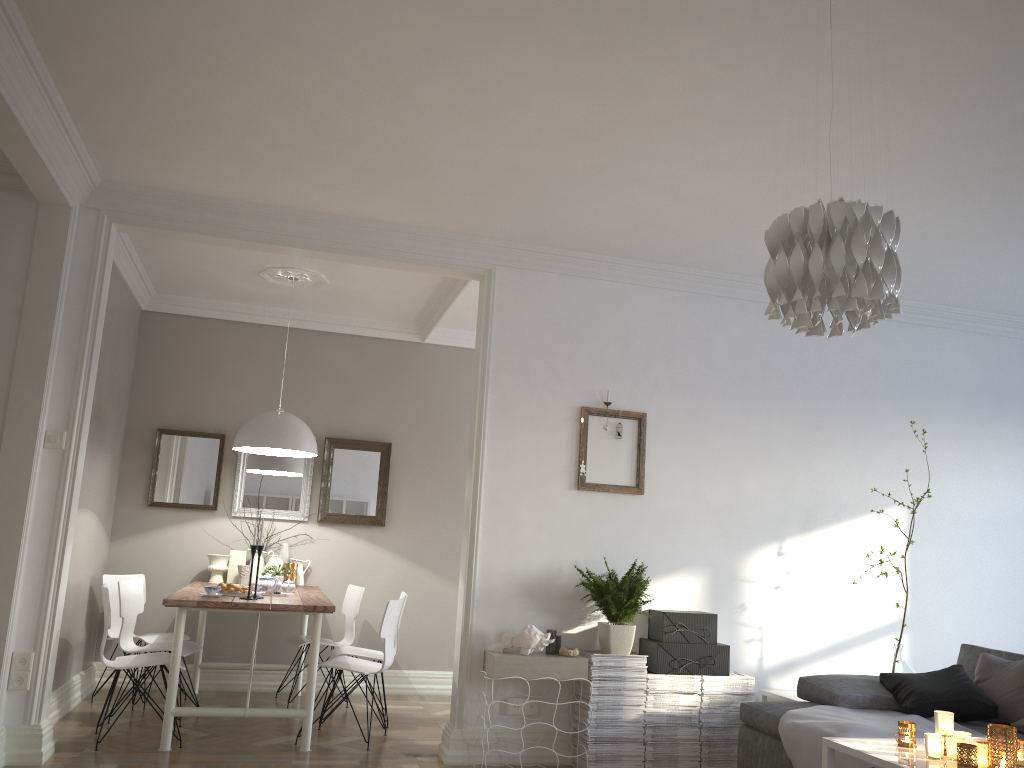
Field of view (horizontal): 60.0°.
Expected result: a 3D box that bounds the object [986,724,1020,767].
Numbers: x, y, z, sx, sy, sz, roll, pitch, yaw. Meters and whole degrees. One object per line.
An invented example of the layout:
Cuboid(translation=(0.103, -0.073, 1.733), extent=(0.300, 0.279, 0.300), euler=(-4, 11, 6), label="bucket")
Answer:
Cuboid(translation=(1.512, 1.129, 2.733), extent=(0.090, 0.139, 0.087), euler=(13, -14, -43), label="object")

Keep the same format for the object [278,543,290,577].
Cuboid(translation=(-1.664, 1.308, 6.443), extent=(0.091, 0.300, 0.091), euler=(-2, -11, 29), label="object")

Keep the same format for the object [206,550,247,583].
Cuboid(translation=(-2.025, 1.290, 6.266), extent=(0.173, 0.227, 0.311), euler=(-2, -12, 28), label="object")

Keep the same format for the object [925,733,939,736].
Cuboid(translation=(1.385, 1.185, 2.909), extent=(0.056, 0.066, 0.057), euler=(-4, -13, 37), label="object")

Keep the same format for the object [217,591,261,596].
Cuboid(translation=(-1.586, 1.197, 5.072), extent=(0.287, 0.019, 0.287), euler=(9, -12, -26), label="object")

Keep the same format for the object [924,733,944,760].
Cuboid(translation=(1.385, 1.188, 2.908), extent=(0.060, 0.073, 0.060), euler=(10, -12, -34), label="object")

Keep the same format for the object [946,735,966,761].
Cuboid(translation=(1.452, 1.190, 2.900), extent=(0.060, 0.073, 0.060), euler=(10, -12, -34), label="object")

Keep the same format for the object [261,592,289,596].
Cuboid(translation=(-1.410, 1.244, 5.250), extent=(0.180, 0.014, 0.180), euler=(-6, -14, 40), label="object")

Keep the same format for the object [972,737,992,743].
Cuboid(translation=(1.528, 1.191, 2.881), extent=(0.060, 0.073, 0.060), euler=(-3, -12, 31), label="object")

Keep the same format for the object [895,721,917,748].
Cuboid(translation=(1.372, 1.217, 3.079), extent=(0.060, 0.079, 0.060), euler=(7, -11, -20), label="object")

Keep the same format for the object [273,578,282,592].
Cuboid(translation=(-1.506, 1.278, 5.654), extent=(0.086, 0.086, 0.072), euler=(-5, -13, 40), label="object")

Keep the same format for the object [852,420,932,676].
Cuboid(translation=(2.112, 0.983, 4.891), extent=(0.340, 1.670, 0.777), euler=(-3, -12, 35), label="object")

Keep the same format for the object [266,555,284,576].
Cuboid(translation=(-1.688, 1.327, 6.308), extent=(0.114, 0.209, 0.113), euler=(6, -10, -14), label="object")

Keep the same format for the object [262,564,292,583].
Cuboid(translation=(-1.618, 1.317, 6.105), extent=(0.169, 0.161, 0.178), euler=(-2, -12, 26), label="object")

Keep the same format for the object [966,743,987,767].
Cuboid(translation=(1.453, 1.166, 2.772), extent=(0.060, 0.073, 0.060), euler=(8, -11, -25), label="object")

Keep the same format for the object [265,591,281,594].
Cuboid(translation=(-1.401, 1.239, 5.242), extent=(0.100, 0.025, 0.066), euler=(11, -13, -36), label="object")

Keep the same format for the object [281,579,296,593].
Cuboid(translation=(-1.415, 1.276, 5.614), extent=(0.090, 0.086, 0.090), euler=(-3, -12, 30), label="object")

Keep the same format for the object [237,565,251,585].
Cuboid(translation=(-1.875, 1.339, 6.216), extent=(0.097, 0.131, 0.095), euler=(-6, -14, 41), label="object")

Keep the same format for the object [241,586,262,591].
Cuboid(translation=(-1.571, 1.237, 5.332), extent=(0.129, 0.038, 0.129), euler=(6, -11, -14), label="object")

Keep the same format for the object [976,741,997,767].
Cuboid(translation=(1.505, 1.176, 2.810), extent=(0.060, 0.073, 0.060), euler=(8, -11, -25), label="object")

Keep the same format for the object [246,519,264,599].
Cuboid(translation=(-1.406, 0.963, 4.931), extent=(0.095, 0.447, 0.095), euler=(7, -10, -18), label="object")

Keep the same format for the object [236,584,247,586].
Cuboid(translation=(-1.688, 1.234, 5.456), extent=(0.194, 0.003, 0.020), euler=(-7, -15, 43), label="object")

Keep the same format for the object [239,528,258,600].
Cuboid(translation=(-1.411, 0.968, 4.819), extent=(0.095, 0.395, 0.095), euler=(7, -10, -18), label="object")

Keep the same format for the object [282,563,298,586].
Cuboid(translation=(-1.575, 1.355, 6.294), extent=(0.095, 0.163, 0.095), euler=(-1, -11, 25), label="object")

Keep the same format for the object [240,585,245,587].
Cuboid(translation=(-1.570, 1.213, 5.287), extent=(0.028, 0.026, 0.131), euler=(-2, -12, 28), label="object")

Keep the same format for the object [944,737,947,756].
Cuboid(translation=(1.433, 1.211, 2.975), extent=(0.050, 0.058, 0.052), euler=(-7, -14, 44), label="object")

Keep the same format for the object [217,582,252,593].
Cuboid(translation=(-1.602, 1.167, 5.061), extent=(0.198, 0.063, 0.189), euler=(14, -15, -43), label="object")

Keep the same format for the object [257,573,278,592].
Cuboid(translation=(-1.525, 1.234, 5.515), extent=(0.143, 0.118, 0.125), euler=(5, -10, -10), label="object")

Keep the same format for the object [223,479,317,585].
Cuboid(translation=(-1.735, 1.041, 6.341), extent=(0.699, 0.779, 0.352), euler=(10, -12, -32), label="object")

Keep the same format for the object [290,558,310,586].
Cuboid(translation=(-1.555, 1.368, 6.441), extent=(0.115, 0.194, 0.136), euler=(1, -11, 16), label="object")

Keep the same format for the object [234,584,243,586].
Cuboid(translation=(-1.708, 1.248, 5.431), extent=(0.129, 0.038, 0.129), euler=(5, -11, -9), label="object")

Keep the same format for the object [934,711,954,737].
Cuboid(translation=(1.421, 1.117, 2.915), extent=(0.060, 0.073, 0.060), euler=(3, -10, 2), label="object")

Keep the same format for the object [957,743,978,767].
Cuboid(translation=(1.400, 1.151, 2.727), extent=(0.060, 0.079, 0.060), euler=(8, -11, -24), label="object")
